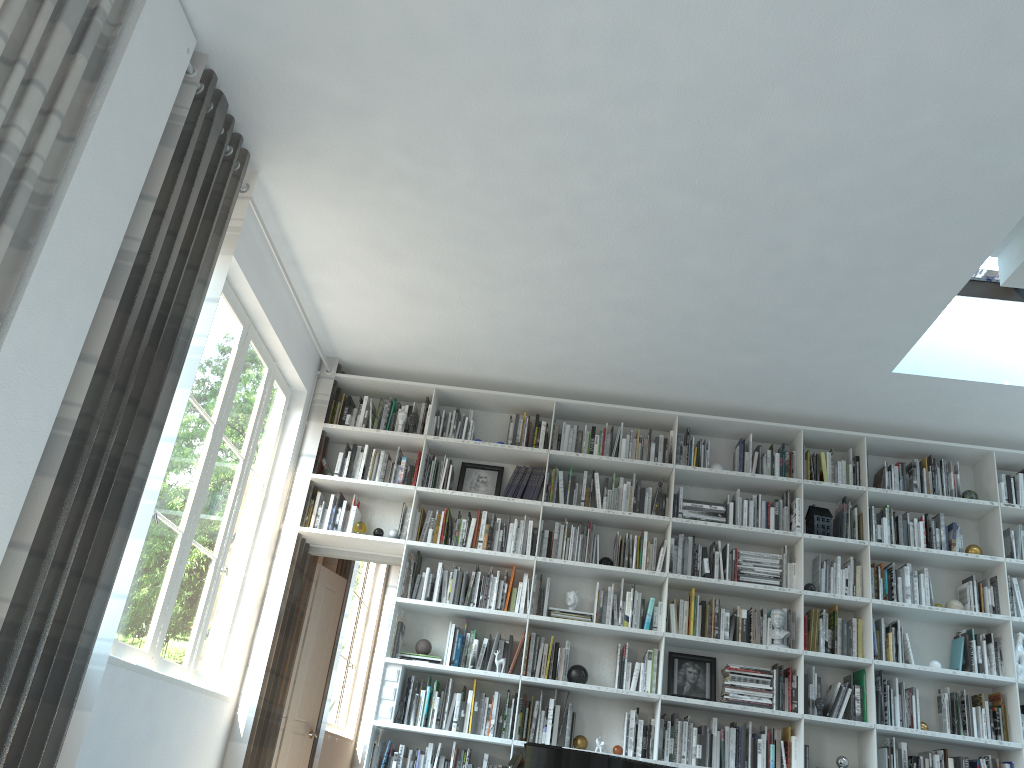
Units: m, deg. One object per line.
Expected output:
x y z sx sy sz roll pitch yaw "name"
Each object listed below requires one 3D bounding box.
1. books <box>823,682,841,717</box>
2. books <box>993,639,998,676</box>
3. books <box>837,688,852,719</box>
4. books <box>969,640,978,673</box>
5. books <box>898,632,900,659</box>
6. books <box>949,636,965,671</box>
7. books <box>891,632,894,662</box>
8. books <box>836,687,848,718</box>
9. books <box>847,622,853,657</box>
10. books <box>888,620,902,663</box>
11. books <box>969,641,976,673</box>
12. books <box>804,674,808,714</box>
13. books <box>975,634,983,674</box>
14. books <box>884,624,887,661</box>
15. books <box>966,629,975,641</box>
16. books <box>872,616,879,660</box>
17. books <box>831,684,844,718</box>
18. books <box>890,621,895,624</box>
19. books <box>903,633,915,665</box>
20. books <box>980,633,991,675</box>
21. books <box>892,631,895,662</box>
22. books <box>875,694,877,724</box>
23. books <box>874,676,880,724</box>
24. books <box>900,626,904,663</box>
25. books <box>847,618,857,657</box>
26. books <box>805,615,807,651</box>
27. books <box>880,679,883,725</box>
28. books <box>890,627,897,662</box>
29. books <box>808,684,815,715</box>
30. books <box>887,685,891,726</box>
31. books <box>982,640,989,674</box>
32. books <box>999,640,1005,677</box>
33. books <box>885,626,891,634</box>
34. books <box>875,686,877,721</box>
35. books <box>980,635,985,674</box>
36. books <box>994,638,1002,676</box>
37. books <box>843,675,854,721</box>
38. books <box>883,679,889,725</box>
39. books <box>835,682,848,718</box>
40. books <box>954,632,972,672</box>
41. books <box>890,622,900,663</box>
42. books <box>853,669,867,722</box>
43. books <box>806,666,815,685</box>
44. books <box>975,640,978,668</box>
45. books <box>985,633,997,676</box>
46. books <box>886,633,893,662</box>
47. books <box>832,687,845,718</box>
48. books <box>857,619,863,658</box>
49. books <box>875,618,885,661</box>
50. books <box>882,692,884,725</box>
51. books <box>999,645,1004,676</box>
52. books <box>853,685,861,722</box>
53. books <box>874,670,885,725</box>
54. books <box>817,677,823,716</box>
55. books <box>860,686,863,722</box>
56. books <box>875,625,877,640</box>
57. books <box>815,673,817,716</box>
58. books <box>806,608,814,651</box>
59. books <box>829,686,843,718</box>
1.941 1.951 5.437 0.095 0.227 0.191 6 -25 4 "books"
2.983 1.731 5.538 0.013 0.243 0.159 6 -25 4 "books"
2.016 1.978 5.442 0.091 0.204 0.170 6 -25 4 "books"
2.850 1.724 5.533 0.013 0.218 0.188 6 -25 4 "books"
2.403 1.652 5.584 0.006 0.272 0.167 6 -25 4 "books"
2.784 1.713 5.553 0.056 0.240 0.154 6 -25 4 "books"
2.360 1.677 5.573 0.014 0.208 0.157 6 -25 4 "books"
2.004 1.976 5.455 0.090 0.214 0.140 6 -25 4 "books"
2.116 1.637 5.600 0.028 0.238 0.146 6 -25 4 "books"
2.413 1.647 5.586 0.013 0.286 0.159 6 -25 4 "books"
2.840 1.727 5.531 0.006 0.209 0.189 6 -25 4 "books"
1.795 1.931 5.473 0.028 0.252 0.143 6 -25 4 "books"
2.888 1.709 5.541 0.018 0.262 0.166 6 -25 4 "books"
2.325 1.653 5.589 0.013 0.254 0.145 6 -25 4 "books"
2.868 1.698 5.562 0.013 0.294 0.154 6 -25 4 "books"
2.255 1.625 5.589 0.035 0.286 0.192 6 -25 4 "books"
1.974 1.967 5.457 0.095 0.225 0.144 6 -25 4 "books"
2.427 1.661 5.626 0.011 0.299 0.089 6 -24 4 "books"
2.459 1.681 5.548 0.051 0.209 0.177 6 -25 4 "books"
2.937 1.713 5.548 0.032 0.273 0.155 6 -25 4 "books"
2.370 1.673 5.565 0.007 0.210 0.159 6 -25 4 "books"
2.193 2.004 5.430 0.015 0.187 0.169 6 -25 4 "books"
2.228 1.957 5.445 0.018 0.294 0.178 6 -25 4 "books"
2.433 1.668 5.585 0.007 0.253 0.161 6 -25 4 "books"
2.141 1.626 5.599 0.032 0.265 0.143 6 -25 4 "books"
1.846 1.610 5.636 0.013 0.245 0.177 6 -25 4 "books"
2.239 1.964 5.440 0.006 0.280 0.156 6 -25 4 "books"
2.384 1.666 5.582 0.017 0.241 0.133 6 -25 4 "books"
1.818 1.952 5.440 0.027 0.191 0.183 6 -25 4 "books"
2.277 1.981 5.426 0.013 0.247 0.166 6 -25 4 "books"
2.915 1.727 5.525 0.012 0.223 0.179 6 -25 4 "books"
3.028 1.731 5.524 0.010 0.244 0.159 6 -25 4 "books"
2.351 1.660 5.580 0.008 0.241 0.169 6 -25 4 "books"
2.210 1.987 5.447 0.011 0.238 0.137 6 -25 4 "books"
2.904 1.713 5.540 0.015 0.258 0.153 6 -25 4 "books"
2.995 1.722 5.523 0.011 0.251 0.170 6 -25 4 "books"
2.072 1.947 5.460 0.013 0.284 0.139 6 -25 4 "books"
2.270 1.963 5.431 0.005 0.282 0.160 6 -25 4 "books"
2.001 1.960 5.452 0.094 0.237 0.150 6 -25 4 "books"
2.823 1.703 5.550 0.021 0.263 0.175 6 -25 4 "books"
2.397 1.651 5.578 0.006 0.269 0.179 6 -25 4 "books"
2.138 1.931 5.453 0.014 0.323 0.183 6 -25 4 "books"
1.845 1.910 5.476 0.013 0.305 0.141 6 -25 4 "books"
2.874 1.729 5.549 0.007 0.229 0.147 6 -25 4 "books"
2.959 1.707 5.526 0.012 0.272 0.184 6 -25 4 "books"
2.335 1.671 5.547 0.017 0.191 0.192 6 -25 4 "books"
1.984 1.972 5.449 0.090 0.211 0.144 6 -25 4 "books"
2.180 1.634 5.608 0.033 0.267 0.142 6 -25 4 "books"
2.298 1.628 5.570 0.013 0.277 0.192 6 -25 4 "books"
2.243 2.003 5.430 0.013 0.203 0.154 6 -25 4 "books"
3.009 1.749 5.527 0.023 0.211 0.165 6 -25 4 "books"
2.089 1.968 5.427 0.029 0.222 0.171 6 -25 4 "books"
2.262 1.946 5.466 0.007 0.340 0.150 6 -25 4 "books"
1.878 1.944 5.471 0.035 0.247 0.141 6 -25 4 "books"
2.114 1.974 5.436 0.021 0.225 0.149 6 -25 4 "books"
2.274 1.656 5.596 0.007 0.243 0.146 6 -25 4 "books"
1.855 1.933 5.476 0.012 0.264 0.158 6 -25 4 "books"
1.878 1.582 5.620 0.035 0.292 0.145 6 -25 4 "books"
1.957 1.963 5.436 0.089 0.209 0.176 6 -25 4 "books"
